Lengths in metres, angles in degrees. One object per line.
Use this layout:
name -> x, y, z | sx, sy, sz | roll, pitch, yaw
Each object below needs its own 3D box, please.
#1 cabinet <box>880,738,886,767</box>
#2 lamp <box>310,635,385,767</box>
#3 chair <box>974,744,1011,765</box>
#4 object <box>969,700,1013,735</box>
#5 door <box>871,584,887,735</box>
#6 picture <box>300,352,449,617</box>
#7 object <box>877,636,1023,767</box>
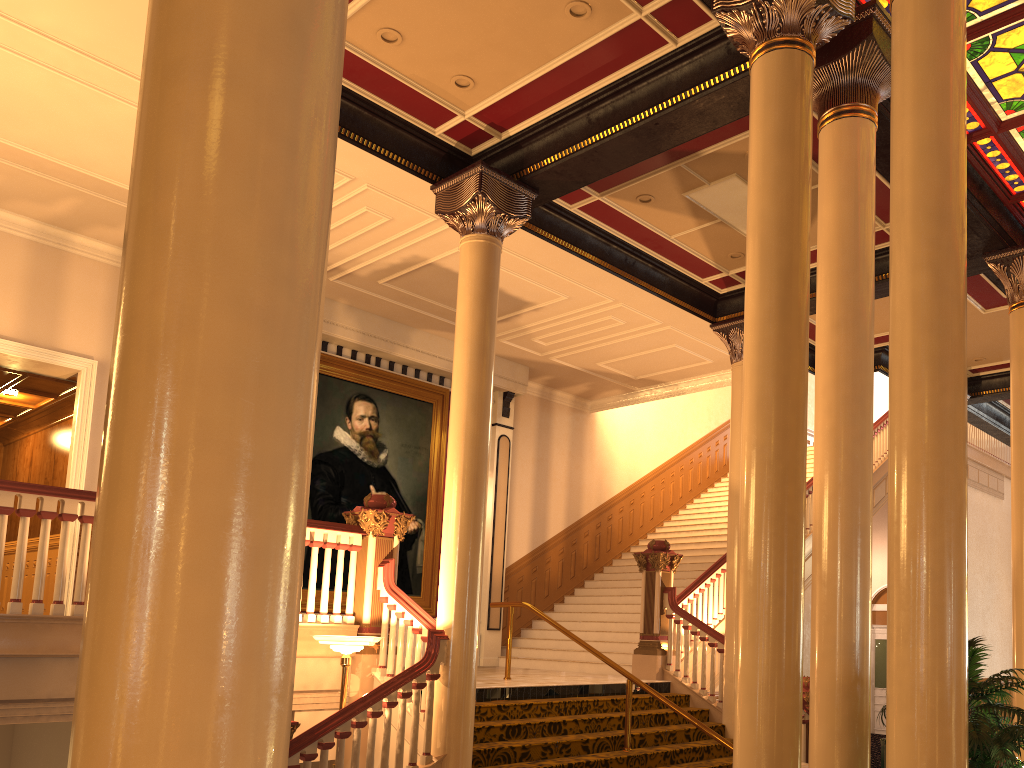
cabinet -> 5.344, 5.077, 11.396 | 0.533, 0.849, 1.326 | -7, -15, 44
lamp -> -1.367, 2.997, 6.841 | 0.563, 1.974, 0.609 | -1, -8, 27
chair -> 6.180, 4.967, 11.009 | 0.631, 0.902, 0.714 | 0, -10, 15
object -> 6.605, 5.051, 12.176 | 1.014, 1.408, 1.133 | 5, -10, -16
door -> 8.770, 6.249, 19.777 | 0.212, 3.412, 1.427 | 8, -10, -44
picture -> -1.963, 1.467, 12.114 | 0.053, 3.384, 2.688 | -4, -11, 44
object -> 2.430, 2.391, 4.535 | 1.002, 2.111, 1.138 | -3, -10, 33
